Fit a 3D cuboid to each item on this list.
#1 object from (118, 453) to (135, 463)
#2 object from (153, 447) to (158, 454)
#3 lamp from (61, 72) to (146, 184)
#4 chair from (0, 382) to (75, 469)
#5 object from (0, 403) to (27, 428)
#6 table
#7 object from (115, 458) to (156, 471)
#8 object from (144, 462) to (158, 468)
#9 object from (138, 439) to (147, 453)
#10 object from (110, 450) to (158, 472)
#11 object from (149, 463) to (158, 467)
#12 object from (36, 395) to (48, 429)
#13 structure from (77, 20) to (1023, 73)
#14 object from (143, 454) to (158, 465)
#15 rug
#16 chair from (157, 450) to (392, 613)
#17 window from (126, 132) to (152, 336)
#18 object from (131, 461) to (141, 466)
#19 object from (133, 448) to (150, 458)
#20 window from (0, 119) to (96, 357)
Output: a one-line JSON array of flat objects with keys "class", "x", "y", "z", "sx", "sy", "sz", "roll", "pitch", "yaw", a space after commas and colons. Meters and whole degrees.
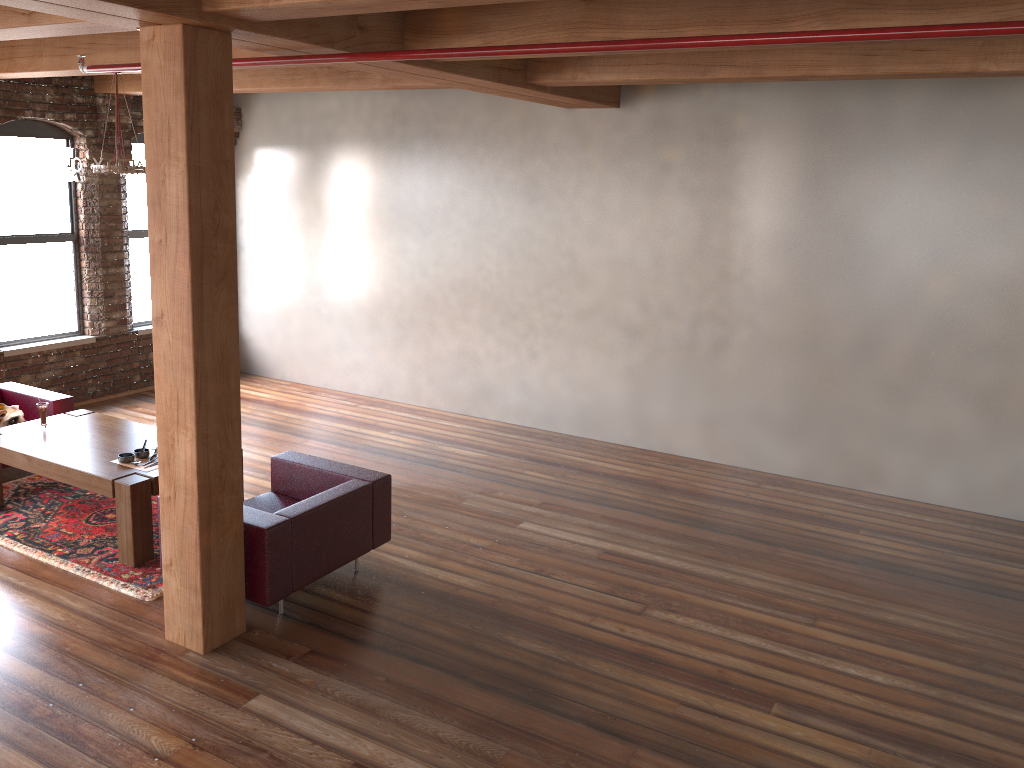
[{"class": "object", "x": -2.505, "y": 0.481, "z": 5.755, "sx": 0.099, "sy": 0.043, "sz": 0.099, "roll": -7, "pitch": 15, "yaw": -34}, {"class": "object", "x": -2.298, "y": 0.451, "z": 5.971, "sx": 0.213, "sy": 0.018, "sz": 0.155, "roll": -2, "pitch": 14, "yaw": -15}, {"class": "lamp", "x": -2.983, "y": -1.946, "z": 6.718, "sx": 0.810, "sy": 0.808, "sz": 0.816, "roll": -2, "pitch": 13, "yaw": -19}, {"class": "chair", "x": -4.177, "y": 0.425, "z": 6.944, "sx": 0.868, "sy": 0.588, "sz": 1.077, "roll": 9, "pitch": 14, "yaw": 29}, {"class": "object", "x": -4.097, "y": 0.282, "z": 6.797, "sx": 0.754, "sy": 0.294, "sz": 0.368, "roll": 2, "pitch": 12, "yaw": 1}, {"class": "table", "x": -2.845, "y": 0.670, "z": 6.199, "sx": 1.755, "sy": 0.545, "sz": 0.906, "roll": 9, "pitch": 15, "yaw": 29}, {"class": "object", "x": -2.335, "y": 0.485, "z": 5.863, "sx": 0.333, "sy": 0.003, "sz": 0.474, "roll": 9, "pitch": 15, "yaw": 29}, {"class": "object", "x": -2.298, "y": 0.505, "z": 5.765, "sx": 0.007, "sy": 0.008, "sz": 0.272, "roll": 6, "pitch": 14, "yaw": 18}, {"class": "object", "x": -2.451, "y": 0.426, "z": 5.881, "sx": 0.045, "sy": 0.079, "sz": 0.138, "roll": 1, "pitch": 13, "yaw": -5}, {"class": "object", "x": -2.336, "y": 0.485, "z": 5.863, "sx": 0.353, "sy": 0.001, "sz": 0.472, "roll": 9, "pitch": 15, "yaw": 29}, {"class": "object", "x": -2.264, "y": 0.500, "z": 5.788, "sx": 0.007, "sy": 0.008, "sz": 0.272, "roll": 7, "pitch": 14, "yaw": 24}, {"class": "object", "x": -3.397, "y": 0.202, "z": 6.416, "sx": 0.076, "sy": 0.230, "sz": 0.095, "roll": -4, "pitch": 13, "yaw": -27}, {"class": "structure", "x": 0.180, "y": -1.557, "z": 4.022, "sx": 6.828, "sy": 0.111, "sz": 0.052, "roll": 9, "pitch": 13, "yaw": 29}, {"class": "object", "x": -2.354, "y": 0.492, "z": 5.757, "sx": 0.045, "sy": 0.030, "sz": 0.154, "roll": 5, "pitch": 14, "yaw": 13}, {"class": "rug", "x": -2.811, "y": 0.940, "z": 6.234, "sx": 2.469, "sy": 0.009, "sz": 1.352, "roll": 9, "pitch": 15, "yaw": 29}, {"class": "chair", "x": -1.402, "y": 0.891, "z": 5.367, "sx": 0.868, "sy": 0.588, "sz": 1.077, "roll": 9, "pitch": 14, "yaw": 29}, {"class": "window", "x": -3.864, "y": -1.706, "z": 9.829, "sx": 0.236, "sy": 2.196, "sz": 0.974, "roll": 8, "pitch": 13, "yaw": 29}, {"class": "object", "x": -2.416, "y": 0.511, "z": 5.690, "sx": 0.059, "sy": 0.021, "sz": 0.018, "roll": -2, "pitch": 13, "yaw": -18}, {"class": "object", "x": -2.449, "y": 0.459, "z": 5.857, "sx": 0.099, "sy": 0.043, "sz": 0.099, "roll": -3, "pitch": 14, "yaw": -22}, {"class": "window", "x": -4.594, "y": -1.436, "z": 8.574, "sx": 0.236, "sy": 2.196, "sz": 0.974, "roll": 8, "pitch": 13, "yaw": 29}]
